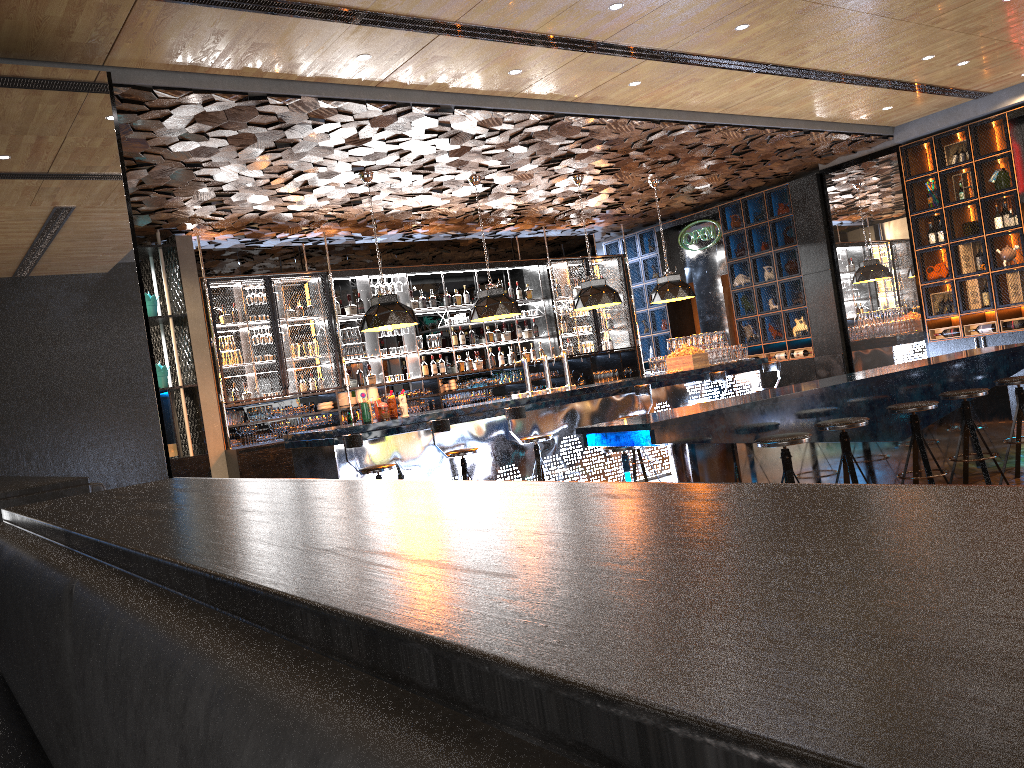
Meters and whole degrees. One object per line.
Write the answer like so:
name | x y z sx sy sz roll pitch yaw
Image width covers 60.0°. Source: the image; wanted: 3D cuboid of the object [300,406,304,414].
object | -2.603 0.327 10.963 0.078 0.099 0.078 -9 0 22

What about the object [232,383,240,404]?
object | -3.315 0.112 10.633 0.075 0.260 0.075 -9 0 -1

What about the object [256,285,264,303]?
object | -3.078 -1.105 10.853 0.081 0.213 0.081 -9 0 -30

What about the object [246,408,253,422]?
object | -3.165 0.376 10.744 0.087 0.170 0.087 -9 0 15

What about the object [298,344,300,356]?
object | -2.718 -0.410 11.188 0.092 0.182 0.092 -9 0 -40

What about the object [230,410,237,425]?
object | -3.272 0.390 10.416 0.067 0.174 0.067 -9 0 4

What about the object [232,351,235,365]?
object | -3.367 -0.310 10.764 0.092 0.182 0.092 -9 0 -40

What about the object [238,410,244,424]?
object | -3.194 0.389 10.448 0.051 0.152 0.058 -9 0 -30

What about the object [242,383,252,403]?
object | -3.209 0.105 10.720 0.108 0.244 0.108 -9 0 -22

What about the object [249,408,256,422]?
object | -3.098 0.366 10.647 0.087 0.170 0.087 -9 0 15

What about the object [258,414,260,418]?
object | -3.086 0.364 10.786 0.087 0.170 0.087 -9 0 15

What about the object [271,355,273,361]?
object | -3.004 -0.314 10.998 0.077 0.080 0.077 -9 0 19

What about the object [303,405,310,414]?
object | -2.525 0.315 10.908 0.078 0.099 0.078 -9 0 22

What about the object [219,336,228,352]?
object | -3.459 -0.480 10.609 0.092 0.182 0.092 -9 0 -40

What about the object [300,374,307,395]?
object | -2.630 0.008 11.156 0.075 0.261 0.075 -9 0 14

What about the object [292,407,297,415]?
object | -2.676 0.336 10.912 0.078 0.103 0.078 -9 0 8

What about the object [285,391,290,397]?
object | -2.787 0.123 10.985 0.077 0.080 0.077 -8 0 43

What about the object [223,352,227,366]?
object | -3.449 -0.297 10.716 0.092 0.182 0.092 -9 0 -40

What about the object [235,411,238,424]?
object | -3.255 0.398 10.551 0.051 0.152 0.058 -9 0 16

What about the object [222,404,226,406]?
object | -3.466 0.136 10.559 0.075 0.261 0.075 -9 0 14

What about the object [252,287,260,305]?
object | -3.160 -1.093 10.971 0.081 0.213 0.081 -9 0 -30

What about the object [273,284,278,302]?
object | -2.935 -1.127 10.955 0.081 0.213 0.081 -9 0 -30

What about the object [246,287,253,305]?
object | -3.237 -1.081 10.916 0.081 0.213 0.081 -9 0 -30

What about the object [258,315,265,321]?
object | -3.073 -0.806 10.898 0.077 0.080 0.077 -9 0 0

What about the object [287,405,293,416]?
object | -2.698 0.325 10.793 0.074 0.131 0.074 -9 0 -22

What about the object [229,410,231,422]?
object | -3.322 0.397 10.475 0.067 0.174 0.067 -9 0 -10

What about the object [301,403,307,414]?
object | -2.612 0.311 11.177 0.074 0.131 0.074 -9 0 -22

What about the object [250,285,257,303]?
object | -3.155 -1.093 10.798 0.081 0.213 0.081 -9 0 -30

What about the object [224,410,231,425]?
object | -3.330 0.399 10.361 0.067 0.174 0.067 -9 0 -27

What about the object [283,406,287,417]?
object | -2.795 0.339 10.936 0.074 0.131 0.074 -9 0 -22

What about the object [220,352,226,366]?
object | -3.473 -0.293 10.581 0.092 0.182 0.092 -9 0 -40

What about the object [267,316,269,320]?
object | -3.017 -0.815 11.081 0.077 0.080 0.077 -9 0 0

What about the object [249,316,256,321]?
object | -3.170 -0.791 10.853 0.077 0.080 0.077 -9 0 -45

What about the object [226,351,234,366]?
object | -3.389 -0.306 10.642 0.092 0.182 0.092 -9 0 -40

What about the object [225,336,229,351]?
object | -3.430 -0.485 10.737 0.092 0.182 0.092 -9 0 -40

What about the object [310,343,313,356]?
object | -2.541 -0.437 11.310 0.092 0.182 0.092 -9 0 -40

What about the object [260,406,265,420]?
object | -3.004 0.352 10.668 0.087 0.170 0.087 -9 0 15

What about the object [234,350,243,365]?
object | -3.302 -0.319 10.691 0.092 0.182 0.092 -9 0 -40

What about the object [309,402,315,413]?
object | -2.487 0.292 11.050 0.074 0.131 0.074 -9 0 -22

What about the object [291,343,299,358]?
object | -2.705 -0.412 11.074 0.092 0.182 0.092 -9 0 -40

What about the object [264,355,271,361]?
object | -2.998 -0.315 10.883 0.077 0.080 0.077 -9 0 33

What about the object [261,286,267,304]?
object | -3.090 -1.104 11.021 0.081 0.213 0.081 -9 0 -30

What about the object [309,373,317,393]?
object | -2.532 -0.009 11.253 0.075 0.260 0.075 -9 0 14

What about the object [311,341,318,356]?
object | -2.495 -0.444 11.227 0.092 0.182 0.092 -9 0 -40

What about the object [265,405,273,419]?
object | -2.902 0.336 10.629 0.087 0.170 0.087 -9 0 15

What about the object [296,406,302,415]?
object | -2.609 0.326 10.856 0.078 0.103 0.078 -9 0 8

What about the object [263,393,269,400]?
object | -2.997 0.155 10.812 0.077 0.080 0.077 -9 0 4

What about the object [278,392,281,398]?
object | -2.893 0.139 10.977 0.077 0.080 0.077 -9 0 20

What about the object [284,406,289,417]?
object | -2.745 0.332 10.866 0.074 0.131 0.074 -9 0 -22

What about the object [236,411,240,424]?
object | -3.224 0.394 10.499 0.058 0.152 0.051 -9 0 -31

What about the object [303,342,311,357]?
object | -2.584 -0.430 11.189 0.092 0.182 0.092 -9 0 -40

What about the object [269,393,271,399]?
object | -3.027 0.159 10.972 0.077 0.080 0.077 -9 0 4

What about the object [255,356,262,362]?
object | -3.101 -0.299 10.856 0.077 0.080 0.077 -9 0 -23

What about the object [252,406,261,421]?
object | -3.030 0.356 10.550 0.087 0.170 0.087 -9 0 15

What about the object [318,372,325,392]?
object | -2.436 -0.023 11.296 0.075 0.260 0.075 -9 0 14

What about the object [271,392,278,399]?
object | -2.906 0.141 10.862 0.077 0.080 0.077 -8 0 40

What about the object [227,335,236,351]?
object | -3.382 -0.492 10.674 0.092 0.182 0.092 -9 0 -40
